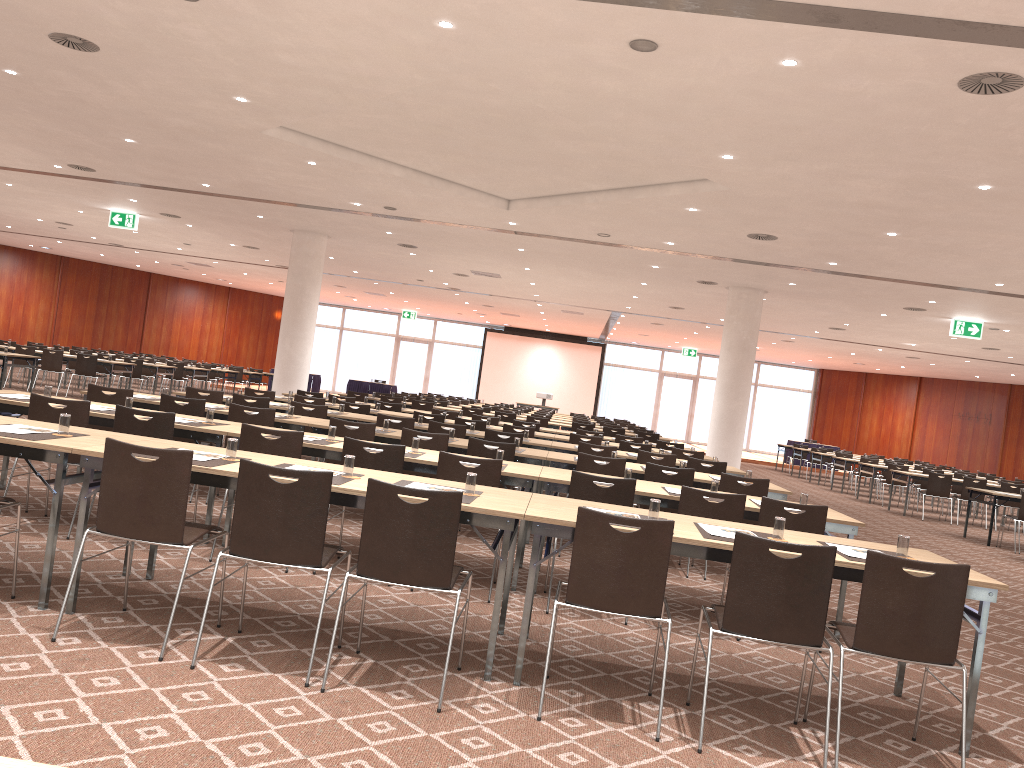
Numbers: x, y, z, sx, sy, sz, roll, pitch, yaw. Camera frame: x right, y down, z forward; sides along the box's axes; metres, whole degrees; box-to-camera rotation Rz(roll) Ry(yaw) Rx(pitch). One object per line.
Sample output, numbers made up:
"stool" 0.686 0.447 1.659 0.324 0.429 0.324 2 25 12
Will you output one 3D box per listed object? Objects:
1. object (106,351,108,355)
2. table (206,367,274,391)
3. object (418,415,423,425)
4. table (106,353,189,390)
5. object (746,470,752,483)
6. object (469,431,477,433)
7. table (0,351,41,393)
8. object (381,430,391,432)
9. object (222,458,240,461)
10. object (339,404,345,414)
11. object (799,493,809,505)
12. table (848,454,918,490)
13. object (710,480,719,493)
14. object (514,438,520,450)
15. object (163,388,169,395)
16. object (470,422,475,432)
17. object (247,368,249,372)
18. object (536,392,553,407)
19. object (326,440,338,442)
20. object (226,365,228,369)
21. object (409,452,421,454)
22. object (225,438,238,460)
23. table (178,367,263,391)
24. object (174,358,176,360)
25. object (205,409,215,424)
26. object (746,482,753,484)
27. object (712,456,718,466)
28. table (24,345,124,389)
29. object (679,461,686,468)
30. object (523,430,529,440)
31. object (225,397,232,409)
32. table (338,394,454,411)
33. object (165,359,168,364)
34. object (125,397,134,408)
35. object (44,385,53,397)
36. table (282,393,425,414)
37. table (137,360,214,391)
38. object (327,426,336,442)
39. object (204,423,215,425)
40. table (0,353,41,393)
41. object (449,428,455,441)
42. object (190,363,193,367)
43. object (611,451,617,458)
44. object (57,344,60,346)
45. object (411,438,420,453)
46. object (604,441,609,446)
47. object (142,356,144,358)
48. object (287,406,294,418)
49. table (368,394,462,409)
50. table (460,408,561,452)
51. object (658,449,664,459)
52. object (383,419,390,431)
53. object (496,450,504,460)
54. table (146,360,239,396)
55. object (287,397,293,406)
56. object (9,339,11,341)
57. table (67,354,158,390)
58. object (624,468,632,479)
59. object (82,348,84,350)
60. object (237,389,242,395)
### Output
"object" -10.472 -0.793 22.922 0.054 0.114 0.054 8 0 -30
"table" -8.710 -0.039 28.862 2.267 0.833 0.953 8 0 4
"object" -1.114 0.436 10.784 0.054 0.114 0.054 8 0 -7
"table" -11.085 -0.375 27.015 2.267 0.833 0.953 8 0 4
"object" 2.285 0.893 8.560 0.054 0.114 0.054 8 0 -30
"object" -0.473 0.582 10.733 0.102 0.001 0.102 8 0 -7
"table" -9.593 -0.227 15.391 2.267 0.833 0.953 8 0 4
"object" -1.246 0.465 8.786 0.102 0.001 0.102 8 0 -7
"object" -1.516 0.409 4.795 0.102 0.001 0.102 8 0 -30
"object" -2.080 0.303 10.842 0.054 0.114 0.054 8 0 -30
"object" 2.158 0.865 6.561 0.054 0.114 0.054 8 0 -7
"table" 11.698 2.763 27.513 2.267 0.833 0.953 8 0 4
"object" 1.508 0.776 6.608 0.054 0.114 0.054 8 0 38
"object" 0.047 0.585 8.691 0.054 0.114 0.054 8 0 38
"object" -3.495 0.099 8.942 0.054 0.114 0.054 8 0 38
"object" -0.476 0.523 10.735 0.054 0.114 0.054 8 0 -7
"object" -7.975 -0.430 26.767 0.054 0.114 0.054 8 0 -7
"object" 1.138 0.547 31.353 0.576 0.472 0.614 8 0 4
"object" -1.374 0.438 6.783 0.102 0.001 0.102 8 0 -30
"object" -8.616 -0.518 26.808 0.054 0.114 0.054 8 0 -7
"object" -0.734 0.526 6.746 0.102 0.001 0.102 8 0 -30
"object" -1.513 0.351 4.784 0.054 0.114 0.054 8 0 -30
"table" -8.841 -0.067 26.866 2.267 0.833 0.953 8 0 4
"object" -10.221 -0.738 26.921 0.054 0.114 0.054 8 0 -30
"object" -2.331 0.249 6.846 0.054 0.114 0.054 8 0 38
"object" 2.286 0.951 8.542 0.102 0.001 0.102 8 0 15
"object" 2.415 0.920 10.551 0.054 0.114 0.054 8 0 -7
"table" -11.346 -0.431 23.023 2.267 0.833 0.953 8 0 4
"object" 1.649 0.805 8.593 0.054 0.114 0.054 8 0 -30
"object" 0.172 0.612 10.689 0.054 0.114 0.054 8 0 38
"object" -2.842 0.188 8.892 0.054 0.114 0.054 8 0 -30
"table" -2.448 0.771 18.426 2.267 0.833 0.953 8 0 4
"object" -8.887 -0.575 22.811 0.054 0.114 0.054 8 0 -7
"object" -2.982 0.159 6.903 0.054 0.114 0.054 8 0 15
"object" -3.628 0.071 6.930 0.054 0.114 0.054 8 0 -7
"table" -2.677 0.722 14.934 2.267 0.833 0.953 8 0 4
"table" -10.954 -0.347 29.010 2.267 0.833 0.953 8 0 4
"object" -1.377 0.380 6.780 0.054 0.114 0.054 8 0 -7
"object" -2.340 0.305 6.845 0.102 0.001 0.102 8 0 -7
"table" -9.593 -0.227 15.391 2.267 0.833 0.953 8 0 4
"object" -0.594 0.497 8.738 0.054 0.114 0.054 8 0 38
"object" -8.227 -0.484 22.773 0.054 0.114 0.054 8 0 -7
"object" 0.994 0.715 8.642 0.054 0.114 0.054 8 0 15
"object" -11.764 -0.970 23.003 0.054 0.114 0.054 8 0 -30
"object" -0.736 0.468 6.757 0.054 0.114 0.054 8 0 -7
"object" 1.135 0.744 10.638 0.054 0.114 0.054 8 0 -30
"object" -9.527 -0.663 22.859 0.054 0.114 0.054 8 0 -7
"object" -2.206 0.276 8.847 0.054 0.114 0.054 8 0 -30
"table" -2.317 0.799 20.422 2.267 0.833 0.953 8 0 4
"table" -0.073 1.107 20.274 2.267 0.833 0.953 8 0 4
"object" 1.780 0.833 10.582 0.054 0.114 0.054 8 0 -30
"object" -1.246 0.408 8.775 0.054 0.114 0.054 8 0 38
"object" -0.093 0.556 6.710 0.054 0.114 0.054 8 0 -7
"table" -8.972 -0.095 24.871 2.267 0.833 0.953 8 0 4
"object" -2.724 0.214 10.893 0.054 0.114 0.054 8 0 -7
"object" -11.903 -0.999 21.015 0.054 0.114 0.054 8 0 38
"table" -11.215 -0.403 25.019 2.267 0.833 0.953 8 0 4
"object" 0.867 0.688 6.644 0.054 0.114 0.054 8 0 38
"object" -11.116 -0.881 22.970 0.054 0.114 0.054 8 0 -30
"object" -3.361 0.127 10.935 0.054 0.114 0.054 8 0 -7
